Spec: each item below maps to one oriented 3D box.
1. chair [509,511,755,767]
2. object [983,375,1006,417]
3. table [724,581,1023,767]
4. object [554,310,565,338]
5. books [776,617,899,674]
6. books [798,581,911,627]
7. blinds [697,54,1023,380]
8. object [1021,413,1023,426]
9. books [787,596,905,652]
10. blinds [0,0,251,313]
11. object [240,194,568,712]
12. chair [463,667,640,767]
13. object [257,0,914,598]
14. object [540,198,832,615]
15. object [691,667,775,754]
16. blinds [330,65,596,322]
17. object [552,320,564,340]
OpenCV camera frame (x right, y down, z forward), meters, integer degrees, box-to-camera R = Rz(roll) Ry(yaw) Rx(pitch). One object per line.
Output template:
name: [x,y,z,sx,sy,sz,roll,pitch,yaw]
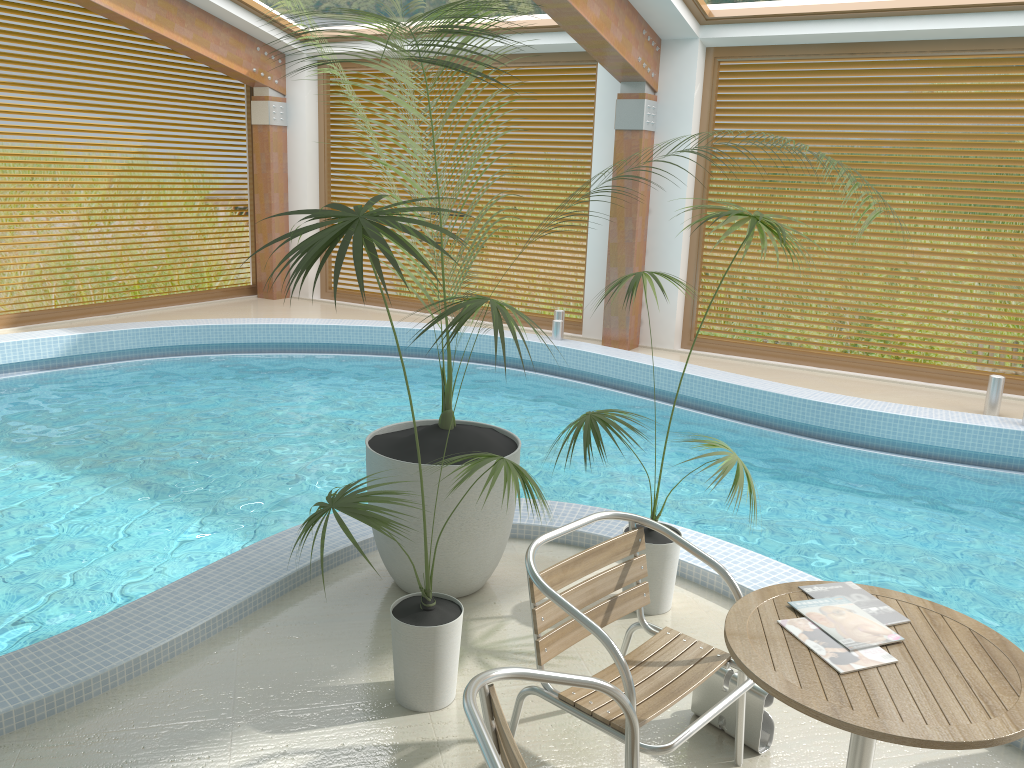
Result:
chair: [0.359,0.831,2.620,0.563,0.727,0.618,14,18,41]
object: [3.865,0.094,7.108,0.115,0.320,0.115,0,14,-11]
table: [0.844,0.970,2.168,0.700,0.720,0.700,-9,18,-39]
object: [0.504,-0.632,9.552,0.115,0.320,0.115,0,14,-11]
books: [0.769,0.610,2.102,0.166,0.004,0.241,-2,14,-18]
books: [0.881,0.569,2.289,0.166,0.004,0.241,-2,14,-18]
blinds: [3.675,-1.563,8.309,4.200,2.921,0.095,10,16,29]
object: [3.836,0.215,6.535,0.115,0.194,0.115,-3,14,-19]
books: [0.822,0.586,2.190,0.166,0.004,0.241,-2,14,-18]
blinds: [-4.648,-2.858,9.915,0.099,4.025,4.500,10,16,29]
object: [-0.285,0.273,2.788,1.059,1.695,0.791,-4,15,-24]
chair: [0.196,1.015,1.834,0.563,0.727,0.618,-2,14,-17]
object: [-0.081,-0.551,3.511,2.979,2.960,2.729,-10,18,-41]
object: [0.678,0.104,3.639,1.059,1.695,0.791,6,14,17]
object: [0.727,1.040,2.911,0.081,0.223,0.272,-9,18,-39]
blinds: [-0.661,-2.326,10.748,4.200,2.921,0.095,10,16,29]
object: [0.473,-0.565,9.177,0.115,0.204,0.115,-3,14,-19]
